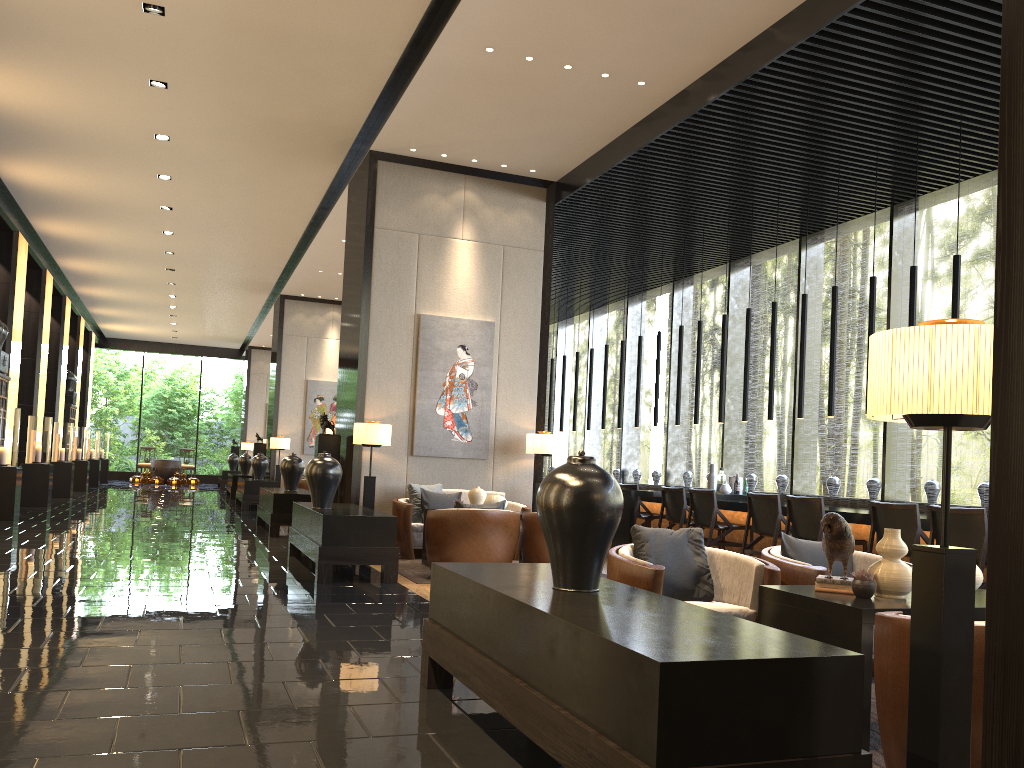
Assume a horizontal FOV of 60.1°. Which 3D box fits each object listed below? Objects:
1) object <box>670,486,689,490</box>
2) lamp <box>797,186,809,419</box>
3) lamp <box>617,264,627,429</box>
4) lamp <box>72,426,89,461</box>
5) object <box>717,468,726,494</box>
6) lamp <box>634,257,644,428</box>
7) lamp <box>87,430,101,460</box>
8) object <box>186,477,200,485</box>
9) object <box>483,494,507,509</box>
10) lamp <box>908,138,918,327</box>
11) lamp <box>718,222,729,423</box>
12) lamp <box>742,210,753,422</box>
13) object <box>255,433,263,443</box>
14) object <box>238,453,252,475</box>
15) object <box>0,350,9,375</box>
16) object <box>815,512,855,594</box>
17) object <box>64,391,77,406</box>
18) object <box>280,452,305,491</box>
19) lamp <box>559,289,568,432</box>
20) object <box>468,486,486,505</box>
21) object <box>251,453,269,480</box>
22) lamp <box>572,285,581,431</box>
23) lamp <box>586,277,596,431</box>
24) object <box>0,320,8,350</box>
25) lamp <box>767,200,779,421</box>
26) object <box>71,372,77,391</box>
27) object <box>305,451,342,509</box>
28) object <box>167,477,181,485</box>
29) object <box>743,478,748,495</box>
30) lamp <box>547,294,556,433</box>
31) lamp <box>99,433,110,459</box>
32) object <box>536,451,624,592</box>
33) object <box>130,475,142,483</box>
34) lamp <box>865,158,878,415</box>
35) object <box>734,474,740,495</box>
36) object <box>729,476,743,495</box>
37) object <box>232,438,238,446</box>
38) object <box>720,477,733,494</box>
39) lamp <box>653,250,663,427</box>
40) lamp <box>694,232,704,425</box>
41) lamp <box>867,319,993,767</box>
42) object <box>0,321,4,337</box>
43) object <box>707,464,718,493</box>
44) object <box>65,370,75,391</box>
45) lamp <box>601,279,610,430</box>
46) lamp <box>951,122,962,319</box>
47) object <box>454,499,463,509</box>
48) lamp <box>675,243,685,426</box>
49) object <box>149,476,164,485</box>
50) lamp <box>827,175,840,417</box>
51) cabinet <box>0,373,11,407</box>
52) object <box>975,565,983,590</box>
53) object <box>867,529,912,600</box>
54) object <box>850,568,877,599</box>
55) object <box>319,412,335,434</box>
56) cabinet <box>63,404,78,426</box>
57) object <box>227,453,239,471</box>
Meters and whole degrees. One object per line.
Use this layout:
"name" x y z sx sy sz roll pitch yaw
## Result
"object" 1.933 1.217 10.223 0.227 0.067 0.228 4 -5 -18
"lamp" 2.962 -0.854 8.960 0.060 2.415 0.060 4 -2 -25
"lamp" 1.585 -0.566 12.654 0.060 2.415 0.060 4 -2 -25
"lamp" -9.438 1.302 19.334 0.337 0.727 0.337 4 -3 -18
"object" 2.481 1.146 10.494 0.129 0.305 0.129 5 -3 -34
"lamp" 1.765 -0.603 12.172 0.060 2.415 0.060 4 -2 -25
"lamp" -10.463 1.517 22.086 0.337 0.727 0.337 4 -3 -18
"object" -9.506 2.894 26.385 0.370 0.228 0.371 -1 -6 42
"object" -0.165 1.136 8.419 0.245 0.167 0.246 4 -5 -17
"lamp" 3.460 -0.958 7.625 0.060 2.415 0.060 4 -2 -25
"lamp" 2.471 -0.751 10.279 0.060 2.415 0.060 4 -2 -25
"lamp" 2.633 -0.785 9.843 0.060 2.415 0.060 4 -2 -25
"object" -5.147 1.096 18.023 0.162 0.217 0.102 5 -3 -32
"object" -5.938 1.777 19.735 0.311 0.491 0.312 3 -3 -2
"object" -7.286 -0.307 12.396 0.365 0.314 0.607 4 -5 -20
"object" 1.270 0.652 3.432 0.174 0.308 0.230 1 -4 26
"object" -10.366 0.337 20.658 0.365 0.314 0.607 4 -5 -20
"object" -2.839 1.129 11.420 0.312 0.491 0.311 5 -4 -39
"lamp" 0.866 -0.415 14.584 0.060 2.415 0.060 4 -2 -25
"object" -0.328 1.079 8.299 0.171 0.235 0.172 2 -3 15
"object" -4.593 1.496 16.125 0.311 0.491 0.312 3 -3 -2
"lamp" 1.045 -0.453 14.102 0.060 2.415 0.060 4 -2 -25
"lamp" 1.229 -0.491 13.610 0.060 2.415 0.060 4 -2 -25
"object" -7.336 -0.699 12.570 0.312 0.491 0.311 5 -4 -39
"lamp" 2.792 -0.818 9.415 0.060 2.415 0.060 4 -2 -25
"object" -10.416 -0.055 20.833 0.312 0.491 0.311 5 -4 -39
"object" -1.619 0.821 7.604 0.311 0.491 0.312 3 -3 -2
"object" -9.803 2.812 25.679 0.370 0.228 0.370 4 -5 -18
"object" 2.738 1.201 10.372 0.056 0.196 0.056 4 -2 -19
"lamp" 0.687 -0.378 15.064 0.060 2.415 0.060 4 -2 -25
"lamp" -11.489 1.731 24.837 0.337 0.727 0.337 4 -3 -33
"object" 0.239 0.485 3.162 0.312 0.491 0.312 5 -4 -32
"object" -10.956 2.775 25.866 0.369 0.228 0.371 3 -5 -3
"lamp" 3.293 -0.923 8.073 0.060 2.415 0.060 3 -2 -15
"object" 2.637 1.176 10.378 0.067 0.237 0.067 4 -3 -27
"object" 2.653 1.198 10.502 0.169 0.219 0.169 4 -4 -25
"object" -8.275 1.739 26.428 0.176 0.245 0.116 4 -3 -15
"object" 2.491 1.173 10.319 0.136 0.217 0.136 5 -4 -33
"lamp" 1.945 -0.641 11.689 0.060 2.415 0.060 4 -2 -25
"lamp" 2.288 -0.713 10.768 0.060 2.415 0.060 4 -2 -25
"lamp" 1.064 0.523 2.187 0.374 1.348 0.376 2 -3 27
"object" -7.220 -0.724 12.259 0.311 0.491 0.312 1 -4 36
"object" 2.358 1.111 10.402 0.113 0.343 0.113 4 -3 -25
"object" -10.300 -0.079 20.522 0.311 0.491 0.312 0 -4 43
"lamp" 1.406 -0.528 13.134 0.060 2.415 0.060 4 -2 -25
"lamp" 3.618 -0.991 7.199 0.060 2.415 0.060 3 -2 -15
"object" -0.503 1.136 8.329 0.091 0.111 0.092 1 -4 32
"lamp" 2.137 -0.681 11.172 0.060 2.415 0.060 4 -2 -25
"object" -10.232 2.776 25.515 0.369 0.228 0.371 3 -5 2
"lamp" 3.117 -0.886 8.543 0.060 2.415 0.060 4 -2 -25
"cabinet" -7.436 0.796 12.290 0.548 1.918 1.189 4 -3 -20
"object" 1.692 0.745 3.438 0.245 0.167 0.246 0 -5 27
"object" 1.432 0.677 3.342 0.174 0.256 0.175 3 -3 -1
"object" 1.311 0.740 3.299 0.091 0.111 0.092 1 -4 32
"object" -2.010 0.428 9.622 0.176 0.245 0.116 4 -3 -20
"cabinet" -10.515 1.441 20.552 0.548 1.918 1.189 4 -3 -20
"object" -7.748 2.156 24.589 0.311 0.491 0.312 3 -3 -2
